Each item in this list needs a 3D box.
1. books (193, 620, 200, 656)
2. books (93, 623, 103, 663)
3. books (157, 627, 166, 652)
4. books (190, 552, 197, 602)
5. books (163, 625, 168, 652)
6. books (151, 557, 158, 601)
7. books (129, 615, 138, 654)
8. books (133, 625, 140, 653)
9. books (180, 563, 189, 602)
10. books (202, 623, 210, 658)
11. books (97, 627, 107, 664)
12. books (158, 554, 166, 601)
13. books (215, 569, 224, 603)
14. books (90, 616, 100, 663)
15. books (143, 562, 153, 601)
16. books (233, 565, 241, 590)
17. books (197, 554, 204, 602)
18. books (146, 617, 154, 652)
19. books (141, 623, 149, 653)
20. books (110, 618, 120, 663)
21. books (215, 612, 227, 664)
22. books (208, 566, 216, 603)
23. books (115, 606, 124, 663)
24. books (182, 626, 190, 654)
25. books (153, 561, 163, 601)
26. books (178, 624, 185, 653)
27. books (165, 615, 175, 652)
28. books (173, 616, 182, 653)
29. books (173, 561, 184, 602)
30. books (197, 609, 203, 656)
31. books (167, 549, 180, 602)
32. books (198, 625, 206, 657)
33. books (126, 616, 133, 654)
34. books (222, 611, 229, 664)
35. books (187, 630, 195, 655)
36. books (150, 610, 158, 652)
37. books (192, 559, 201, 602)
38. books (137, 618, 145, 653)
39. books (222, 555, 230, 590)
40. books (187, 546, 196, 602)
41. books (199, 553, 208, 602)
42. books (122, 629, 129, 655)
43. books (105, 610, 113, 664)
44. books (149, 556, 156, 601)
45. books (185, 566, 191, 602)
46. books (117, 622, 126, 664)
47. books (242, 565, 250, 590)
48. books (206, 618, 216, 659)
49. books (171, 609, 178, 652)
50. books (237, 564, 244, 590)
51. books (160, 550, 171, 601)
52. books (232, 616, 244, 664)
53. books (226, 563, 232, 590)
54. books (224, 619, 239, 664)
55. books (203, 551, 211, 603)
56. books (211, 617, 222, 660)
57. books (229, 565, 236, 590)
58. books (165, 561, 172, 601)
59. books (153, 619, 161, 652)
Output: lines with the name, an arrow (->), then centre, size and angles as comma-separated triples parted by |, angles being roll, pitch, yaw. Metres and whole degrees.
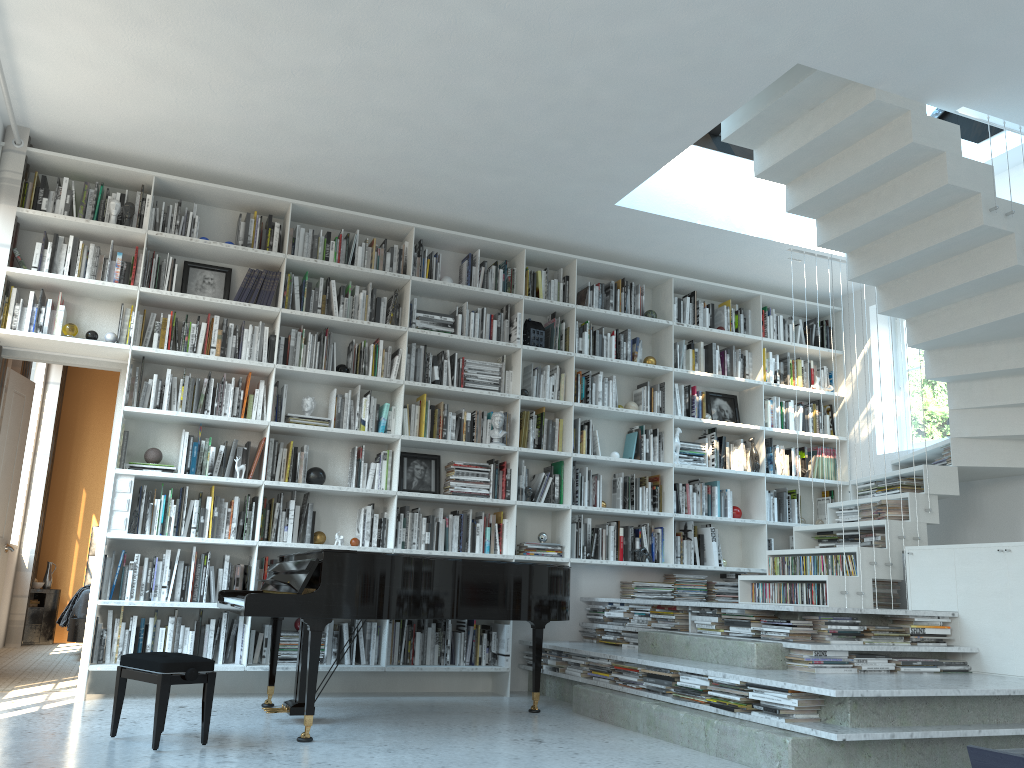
books -> -1.886, 1.533, 5.275 | 0.023, 0.243, 0.188 | 7, -14, -22
books -> -2.381, 1.487, 5.100 | 0.023, 0.215, 0.159 | 7, -14, -22
books -> -2.064, 1.531, 5.203 | 0.030, 0.201, 0.168 | 7, -14, -22
books -> -1.925, 1.163, 5.347 | 0.012, 0.294, 0.176 | 7, -14, -22
books -> -2.055, 1.535, 5.239 | 0.014, 0.210, 0.146 | 7, -14, -22
books -> -2.119, 1.155, 5.252 | 0.010, 0.252, 0.178 | 7, -14, -22
books -> -2.207, 1.481, 5.156 | 0.023, 0.265, 0.177 | 7, -14, -22
books -> -2.193, 1.516, 5.172 | 0.022, 0.205, 0.159 | 7, -14, -22
books -> -1.974, 1.194, 5.333 | 0.028, 0.224, 0.134 | 7, -14, -22
books -> -1.838, 1.553, 5.311 | 0.022, 0.224, 0.141 | 7, -14, -22
books -> -2.348, 1.497, 5.083 | 0.029, 0.190, 0.177 | 7, -14, -22
books -> -2.095, 1.156, 5.298 | 0.013, 0.273, 0.146 | 7, -14, -22
books -> -1.792, 1.232, 5.416 | 0.030, 0.202, 0.142 | 7, -14, -22
books -> -2.397, 1.466, 5.098 | 0.012, 0.253, 0.161 | 7, -14, -22
books -> -2.150, 1.166, 5.239 | 0.028, 0.222, 0.189 | 7, -14, -22
books -> -1.690, 1.223, 5.415 | 0.023, 0.227, 0.190 | 7, -14, -22
books -> -1.895, 1.178, 5.380 | 0.013, 0.283, 0.139 | 7, -14, -22
books -> -2.129, 1.500, 5.202 | 0.027, 0.256, 0.160 | 7, -14, -22
books -> -2.150, 1.513, 5.184 | 0.022, 0.220, 0.163 | 7, -14, -22
books -> -2.297, 1.482, 5.133 | 0.024, 0.246, 0.143 | 7, -14, -22
books -> -1.752, 1.527, 5.343 | 0.021, 0.295, 0.188 | 7, -14, -22
books -> -1.825, 1.216, 5.385 | 0.059, 0.215, 0.177 | 7, -14, -22
books -> -2.278, 1.449, 5.144 | 0.011, 0.318, 0.158 | 7, -14, -22
books -> -1.942, 1.545, 5.256 | 0.028, 0.205, 0.171 | 7, -14, -22
books -> -2.107, 1.171, 5.268 | 0.028, 0.228, 0.158 | 7, -14, -22
books -> -1.965, 1.537, 5.249 | 0.021, 0.217, 0.191 | 7, -14, -22
books -> -2.024, 1.506, 5.230 | 0.031, 0.265, 0.187 | 7, -14, -22
books -> -1.985, 1.511, 5.246 | 0.025, 0.265, 0.160 | 7, -14, -22
books -> -2.003, 1.184, 5.327 | 0.031, 0.238, 0.132 | 7, -14, -22
books -> -1.880, 1.509, 5.316 | 0.013, 0.309, 0.130 | 7, -14, -22
books -> -2.025, 1.143, 5.303 | 0.039, 0.306, 0.172 | 7, -14, -22
books -> -1.864, 1.558, 5.312 | 0.024, 0.213, 0.137 | 7, -14, -22
books -> -2.221, 1.480, 5.143 | 0.013, 0.261, 0.174 | 7, -14, -22
books -> -1.735, 1.525, 5.347 | 0.012, 0.303, 0.166 | 7, -14, -22
books -> -1.912, 1.557, 5.259 | 0.031, 0.187, 0.190 | 7, -14, -22
books -> -2.104, 1.478, 5.201 | 0.013, 0.299, 0.184 | 7, -14, -22
books -> -1.914, 1.189, 5.366 | 0.029, 0.254, 0.153 | 7, -14, -22
books -> -2.174, 1.497, 5.188 | 0.022, 0.251, 0.139 | 7, -14, -22
books -> -1.762, 1.192, 5.428 | 0.025, 0.287, 0.131 | 7, -14, -22
books -> -1.933, 1.145, 5.338 | 0.014, 0.324, 0.171 | 7, -14, -22
books -> -1.874, 1.174, 5.376 | 0.022, 0.290, 0.138 | 7, -14, -22
books -> -2.246, 1.518, 5.145 | 0.022, 0.185, 0.145 | 7, -14, -22
books -> -2.325, 1.454, 5.119 | 0.045, 0.293, 0.181 | 7, -14, -22
books -> -2.131, 1.153, 5.252 | 0.013, 0.256, 0.189 | 7, -14, -22
books -> -1.956, 1.204, 5.339 | 0.013, 0.208, 0.155 | 7, -14, -22
books -> -2.262, 1.495, 5.135 | 0.022, 0.225, 0.155 | 7, -14, -22
books -> -1.652, 1.233, 5.459 | 0.030, 0.230, 0.151 | 7, -14, -22
books -> -1.814, 1.540, 5.321 | 0.027, 0.255, 0.179 | 7, -14, -22
books -> -2.009, 1.493, 5.259 | 0.014, 0.303, 0.139 | 7, -14, -22
books -> -1.681, 1.229, 5.458 | 0.026, 0.235, 0.141 | 7, -14, -22
books -> -2.073, 1.144, 5.301 | 0.027, 0.299, 0.142 | 7, -14, -22
books -> -1.667, 1.554, 5.398 | 0.027, 0.275, 0.144 | 7, -14, -22
books -> -1.736, 1.213, 5.406 | 0.011, 0.239, 0.175 | 7, -14, -22
books -> -1.710, 1.557, 5.377 | 0.065, 0.255, 0.156 | 7, -14, -22
books -> -1.856, 1.170, 5.379 | 0.013, 0.300, 0.173 | 7, -14, -22
books -> -1.792, 1.545, 5.355 | 0.040, 0.263, 0.137 | 7, -14, -22
books -> -1.731, 1.228, 5.443 | 0.030, 0.226, 0.140 | 7, -14, -22
books -> -2.058, 1.180, 5.304 | 0.012, 0.232, 0.148 | 7, -14, -22
books -> -2.097, 1.511, 5.220 | 0.022, 0.246, 0.135 | 7, -14, -22
